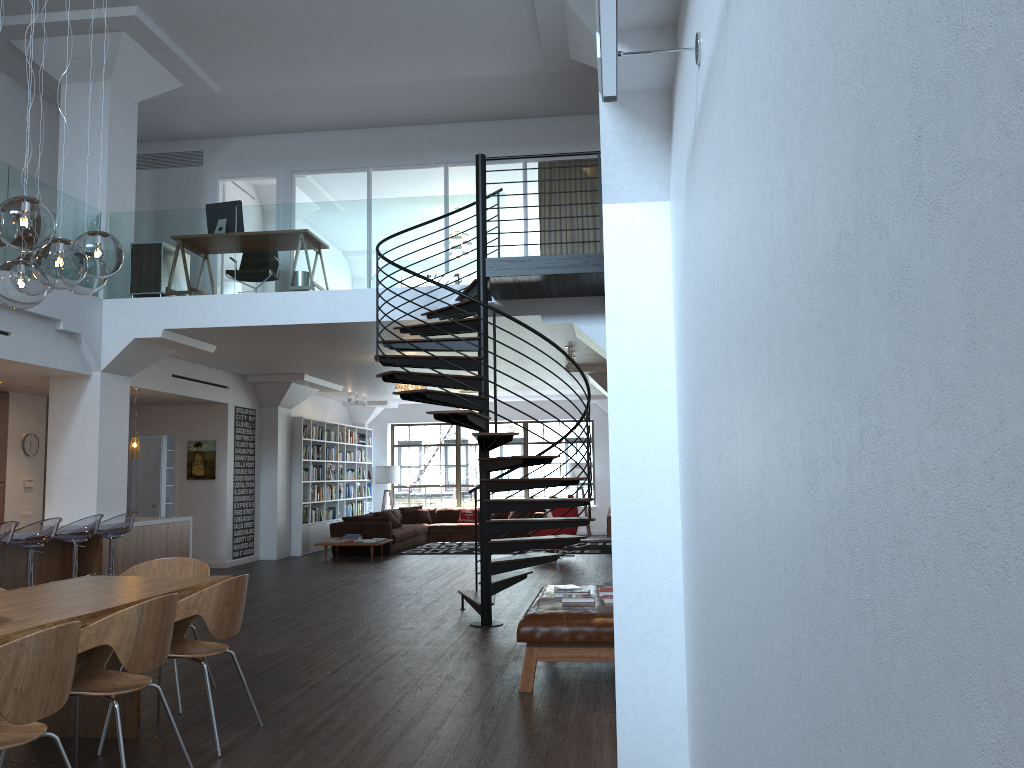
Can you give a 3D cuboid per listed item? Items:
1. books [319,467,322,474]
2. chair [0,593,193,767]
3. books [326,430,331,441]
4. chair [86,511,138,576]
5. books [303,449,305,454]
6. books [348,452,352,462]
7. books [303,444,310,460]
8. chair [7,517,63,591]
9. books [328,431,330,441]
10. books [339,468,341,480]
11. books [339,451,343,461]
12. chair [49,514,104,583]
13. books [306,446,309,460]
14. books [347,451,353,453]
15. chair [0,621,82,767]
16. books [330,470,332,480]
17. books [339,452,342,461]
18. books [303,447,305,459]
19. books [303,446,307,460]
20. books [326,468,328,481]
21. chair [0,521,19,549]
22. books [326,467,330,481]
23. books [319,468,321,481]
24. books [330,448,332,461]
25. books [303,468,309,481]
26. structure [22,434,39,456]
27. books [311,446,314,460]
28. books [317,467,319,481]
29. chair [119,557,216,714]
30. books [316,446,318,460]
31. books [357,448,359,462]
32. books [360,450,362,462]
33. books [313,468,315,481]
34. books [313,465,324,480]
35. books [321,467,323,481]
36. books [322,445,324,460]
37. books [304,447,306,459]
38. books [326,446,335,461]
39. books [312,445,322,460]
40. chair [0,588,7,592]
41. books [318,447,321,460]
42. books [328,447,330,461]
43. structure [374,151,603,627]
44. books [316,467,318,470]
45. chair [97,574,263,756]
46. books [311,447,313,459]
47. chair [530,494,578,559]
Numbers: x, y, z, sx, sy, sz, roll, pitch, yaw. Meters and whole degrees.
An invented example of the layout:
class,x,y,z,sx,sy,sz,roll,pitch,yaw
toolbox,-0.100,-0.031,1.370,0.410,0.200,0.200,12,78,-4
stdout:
class,x,y,z,sx,sy,sz,roll,pitch,yaw
books,-3.639,1.676,16.516,0.182,0.253,0.034,-2,-6,7
chair,-1.781,1.339,3.846,0.618,0.833,0.629,-2,-6,8
books,-3.581,1.000,17.173,0.140,0.231,0.042,-2,-6,7
chair,-4.142,1.832,9.165,0.481,1.014,0.530,-2,-6,9
books,-3.748,1.239,15.593,0.161,0.182,0.170,-2,-6,7
books,-3.414,1.525,18.510,0.127,0.200,0.020,-2,-6,7
books,-3.708,1.215,15.895,0.176,0.290,0.053,-2,-6,7
chair,-4.307,1.706,7.915,0.481,1.014,0.530,-1,-6,5
books,-3.587,1.006,17.087,0.146,0.202,0.027,-2,-6,7
books,-3.500,1.791,17.652,0.174,0.251,0.051,-2,-6,7
books,-3.488,1.460,17.872,0.146,0.202,0.027,-2,-6,7
chair,-4.215,1.769,8.543,0.481,1.014,0.530,-1,-6,5
books,-3.725,1.231,15.817,0.174,0.242,0.105,-2,-6,7
books,-3.401,1.521,18.624,0.140,0.231,0.042,-2,-6,7
chair,-1.851,1.262,3.089,0.618,0.833,0.629,-2,-6,7
books,-3.562,1.759,17.109,0.161,0.207,0.135,-2,-6,6
books,-3.487,1.465,17.809,0.128,0.178,0.021,-2,-6,7
books,-3.744,1.229,15.673,0.161,0.218,0.101,-2,-6,7
books,-3.731,1.226,15.734,0.172,0.235,0.112,-2,-6,7
books,-3.591,1.719,16.880,0.174,0.240,0.054,-2,-6,7
chair,-4.353,1.641,7.287,0.481,1.014,0.530,-2,-6,9
books,-3.588,1.724,16.993,0.183,0.253,0.042,-2,-6,7
books,-3.637,1.678,16.475,0.174,0.239,0.045,-2,-6,7
books,-3.573,1.363,17.168,0.159,0.250,0.026,-2,-6,7
books,-3.704,1.620,15.860,0.140,0.231,0.042,-2,-6,7
structure,-6.384,0.807,11.762,0.040,0.300,0.300,-2,-6,7
books,-3.697,1.261,16.164,0.183,0.253,0.042,-2,-6,7
books,-3.650,1.661,16.377,0.182,0.253,0.034,-2,-6,7
chair,-2.174,1.508,5.419,0.629,0.833,0.618,-1,-6,2
books,-3.674,1.285,16.401,0.183,0.253,0.042,-2,-6,7
books,-3.361,1.523,18.943,0.176,0.290,0.053,-2,-6,6
books,-3.327,1.565,19.175,0.183,0.253,0.034,-2,-6,6
books,-3.680,1.643,16.131,0.174,0.239,0.045,-2,-6,7
books,-3.628,1.667,16.613,0.176,0.294,0.102,-2,-6,7
books,-3.624,1.679,16.548,0.182,0.253,0.034,-2,-6,7
books,-3.633,1.294,16.677,0.176,0.291,0.053,-2,-6,7
books,-3.737,1.225,15.702,0.152,0.232,0.104,-2,-6,7
books,-3.555,1.360,17.338,0.176,0.290,0.053,-2,-6,7
books,-3.656,1.292,16.628,0.198,0.284,0.049,-2,-6,7
chair,-2.861,1.449,4.746,0.618,0.833,0.629,-1,-6,5
books,-3.650,1.302,16.510,0.174,0.240,0.054,-2,-6,7
books,-3.585,1.346,17.014,0.182,0.253,0.034,-2,-6,7
structure,-0.263,-0.005,8.196,1.998,4.352,1.998,3,-7,-32
books,-3.676,1.659,16.346,0.182,0.253,0.034,-2,-6,7
chair,-1.686,1.415,4.604,0.617,0.830,0.629,-2,-6,7
books,-3.709,1.261,16.075,0.174,0.236,0.142,-2,-6,7
chair,0.701,2.308,14.456,0.801,1.006,0.798,-5,-7,32
